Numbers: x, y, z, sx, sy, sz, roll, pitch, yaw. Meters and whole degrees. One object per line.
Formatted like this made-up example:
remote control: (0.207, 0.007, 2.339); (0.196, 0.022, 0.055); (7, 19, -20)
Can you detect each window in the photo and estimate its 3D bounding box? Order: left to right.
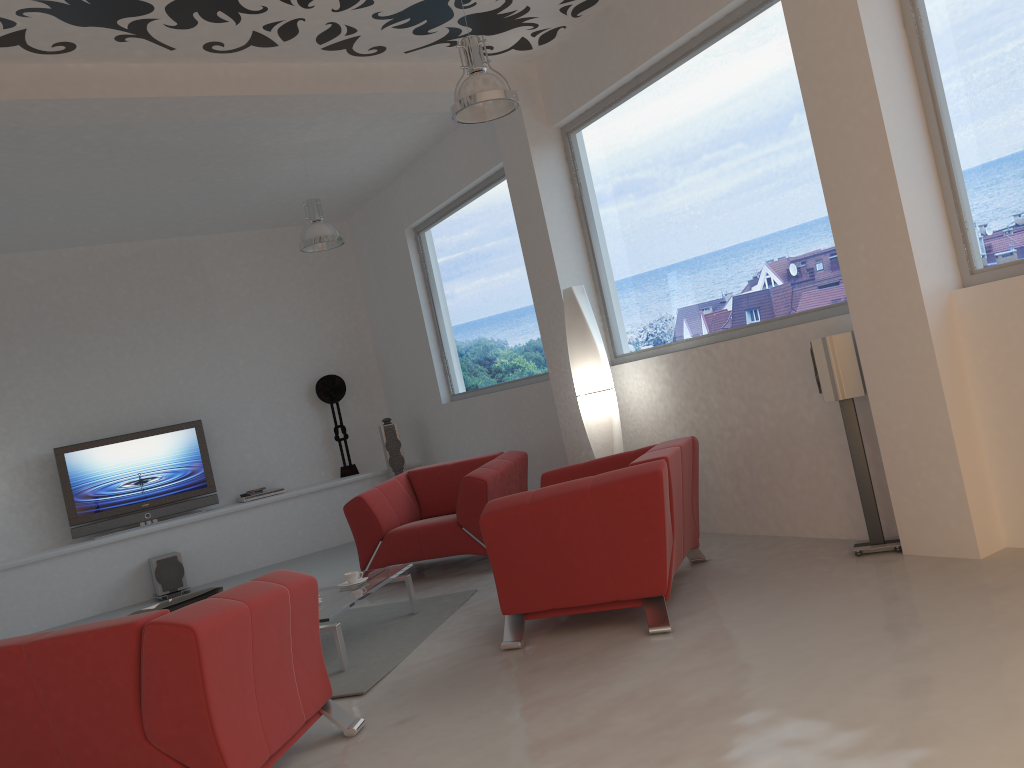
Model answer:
window: (-0.185, -0.840, 7.970); (0.100, 1.800, 2.400); (-12, 0, -30)
window: (1.170, -1.153, 5.539); (0.100, 1.800, 2.400); (-12, 0, -30)
window: (2.525, -1.466, 3.109); (0.100, 1.800, 2.400); (-12, 0, -30)

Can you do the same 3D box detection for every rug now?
rug: (-1.235, 1.511, 4.972); (1.700, 0.025, 1.700); (-12, 0, 15)

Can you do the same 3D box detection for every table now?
table: (-1.262, 1.368, 4.984); (1.162, 0.286, 1.097); (-12, 0, 15)

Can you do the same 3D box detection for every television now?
television: (-3.646, 0.934, 8.682); (1.356, 0.919, 0.343); (-12, 0, -30)

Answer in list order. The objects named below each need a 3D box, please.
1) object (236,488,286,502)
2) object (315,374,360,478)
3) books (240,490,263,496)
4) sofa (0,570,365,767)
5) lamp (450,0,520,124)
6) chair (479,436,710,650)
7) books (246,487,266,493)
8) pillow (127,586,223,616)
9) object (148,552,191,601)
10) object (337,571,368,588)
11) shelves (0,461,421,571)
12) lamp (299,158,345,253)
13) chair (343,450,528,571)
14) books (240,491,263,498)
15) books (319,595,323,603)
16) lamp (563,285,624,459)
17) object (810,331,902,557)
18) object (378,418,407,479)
object: (-2.614, 1.153, 9.228); (0.430, 0.045, 0.352); (-12, 0, -30)
object: (-1.896, 0.452, 9.720); (0.331, 1.130, 0.108); (-12, 0, -5)
books: (-2.692, 1.124, 9.160); (0.135, 0.015, 0.190); (-13, -1, 40)
sofa: (-1.661, 1.218, 3.284); (1.929, 0.738, 0.951); (-12, 0, 10)
lamp: (-0.229, -1.882, 4.861); (0.379, 0.800, 0.379); (-12, 0, -1)
chair: (0.488, 0.760, 4.602); (0.951, 0.738, 1.288); (-12, 0, 20)
books: (-2.649, 1.100, 9.181); (0.190, 0.015, 0.135); (-12, 0, -20)
pillow: (-1.236, 0.944, 3.194); (0.402, 0.343, 0.288); (-12, -1, -37)
object: (-3.170, 1.770, 8.174); (0.336, 0.374, 0.337); (-12, 0, -30)
object: (-0.911, 1.111, 5.053); (0.153, 0.069, 0.153); (-13, 0, 27)
shelves: (-3.482, 1.393, 8.580); (5.500, 0.050, 0.650); (-12, 0, -30)
lamp: (-1.680, -1.546, 7.465); (0.379, 0.800, 0.379); (-12, 0, 10)
chair: (-0.499, 0.991, 6.625); (1.288, 0.738, 0.951); (-12, 0, 20)
books: (-2.687, 1.138, 9.158); (0.135, 0.015, 0.190); (-12, 0, 25)
books: (-1.231, 1.196, 4.743); (0.367, 0.035, 0.345); (-12, -1, -40)
lamp: (0.603, 0.213, 6.023); (0.313, 1.779, 0.313); (-12, -1, -38)
object: (1.732, 0.297, 4.470); (0.229, 1.112, 0.214); (-12, 0, 25)
object: (-1.203, 0.936, 9.341); (0.255, 1.184, 0.273); (-12, 0, -15)
